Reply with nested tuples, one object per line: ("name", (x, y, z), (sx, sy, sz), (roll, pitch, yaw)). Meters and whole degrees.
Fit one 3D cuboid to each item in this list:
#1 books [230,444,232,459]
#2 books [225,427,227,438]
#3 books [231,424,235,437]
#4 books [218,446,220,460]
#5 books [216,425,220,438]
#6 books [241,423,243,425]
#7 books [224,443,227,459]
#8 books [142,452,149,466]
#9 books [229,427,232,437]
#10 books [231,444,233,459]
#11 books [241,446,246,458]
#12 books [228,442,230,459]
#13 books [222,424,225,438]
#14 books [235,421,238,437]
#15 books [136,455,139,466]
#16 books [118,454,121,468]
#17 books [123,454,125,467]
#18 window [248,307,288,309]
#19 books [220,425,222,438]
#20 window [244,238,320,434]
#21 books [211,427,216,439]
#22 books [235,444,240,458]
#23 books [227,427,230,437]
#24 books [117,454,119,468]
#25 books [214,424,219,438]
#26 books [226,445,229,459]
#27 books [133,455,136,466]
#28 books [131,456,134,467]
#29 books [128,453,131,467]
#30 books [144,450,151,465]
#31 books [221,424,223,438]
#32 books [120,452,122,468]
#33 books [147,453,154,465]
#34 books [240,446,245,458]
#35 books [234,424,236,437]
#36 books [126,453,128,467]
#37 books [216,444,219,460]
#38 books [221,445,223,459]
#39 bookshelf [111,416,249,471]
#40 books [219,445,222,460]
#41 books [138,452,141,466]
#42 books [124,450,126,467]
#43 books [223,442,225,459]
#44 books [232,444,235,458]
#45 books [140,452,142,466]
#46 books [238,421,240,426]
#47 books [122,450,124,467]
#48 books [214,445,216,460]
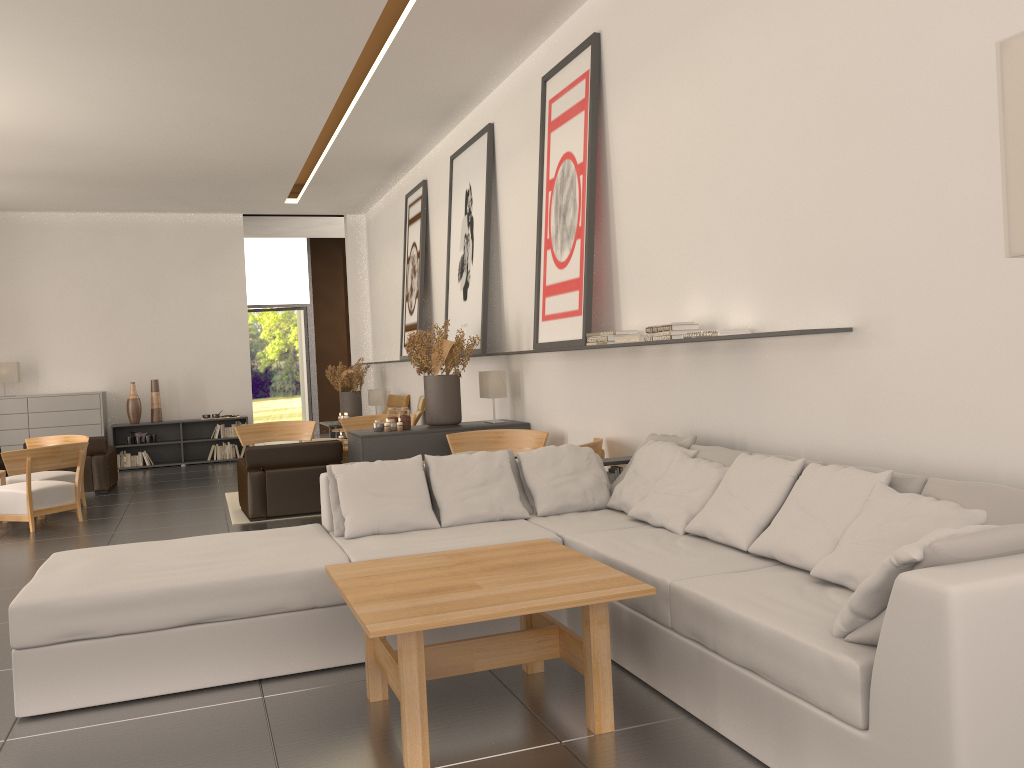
("books", (-6.897, 1.646, 21.776), (0.023, 0.356, 0.266), (-3, 1, -20))
("books", (-7.019, 1.186, 21.757), (0.054, 0.249, 0.167), (-3, 1, -20))
("books", (-6.851, 1.146, 21.776), (0.054, 0.311, 0.244), (-3, 1, -20))
("books", (-7.168, 1.680, 21.687), (0.018, 0.321, 0.252), (-3, 1, -20))
("books", (-7.183, 1.162, 21.654), (0.130, 0.322, 0.252), (-3, 1, -20))
("books", (-6.643, 1.133, 21.849), (0.039, 0.312, 0.246), (-3, 1, -20))
("books", (-7.030, 1.643, 21.753), (0.041, 0.377, 0.221), (-3, 1, -20))
("books", (-8.716, 1.774, 21.102), (0.130, 0.322, 0.252), (-3, 1, -20))
("books", (-6.914, 1.180, 21.794), (0.054, 0.249, 0.167), (-3, 1, -20))
("books", (-6.876, 1.652, 21.783), (0.020, 0.342, 0.267), (-3, 1, -20))
("books", (-6.613, 1.623, 21.885), (0.156, 0.371, 0.252), (-3, 1, -20))
("books", (-6.948, 1.625, 21.769), (0.041, 0.404, 0.245), (-3, 1, -20))
("books", (-7.071, 1.150, 21.728), (0.054, 0.328, 0.187), (-3, 1, -20))
("books", (-6.771, 1.105, 21.811), (0.039, 0.384, 0.232), (-3, 1, -20))
("books", (-8.905, 1.820, 21.080), (0.054, 0.249, 0.167), (-3, 1, -20))
("books", (-9.257, 1.810, 20.912), (0.039, 0.312, 0.246), (-3, 1, -20))
("books", (-9.167, 1.809, 20.961), (0.017, 0.302, 0.215), (-3, 1, -20))
("window", (-4.349, -3.782, 24.049), (99.151, 20.578, 48.621), (-3, 1, -20))
("books", (-7.116, 1.165, 21.684), (0.017, 0.305, 0.239), (-3, 1, -20))
("window", (-11.454, -1.712, 27.828), (10.312, 7.380, 0.100), (-3, 1, -20))
("books", (-7.273, 1.182, 21.621), (0.142, 0.289, 0.252), (-3, 1, -20))
("books", (-6.767, 1.655, 21.837), (0.106, 0.325, 0.238), (-3, 1, -20))
("books", (-6.966, 1.183, 21.775), (0.054, 0.249, 0.167), (-3, 1, -20))
("books", (-9.303, 1.816, 20.907), (0.048, 0.305, 0.226), (-3, 1, -20))
("books", (-7.221, 1.148, 21.649), (0.138, 0.354, 0.236), (-3, 1, -20))
("books", (-6.985, 1.662, 21.754), (0.042, 0.335, 0.248), (-3, 1, -20))
("books", (-8.957, 1.823, 21.061), (0.054, 0.249, 0.167), (-3, 1, -20))
("books", (-9.009, 1.826, 21.042), (0.054, 0.249, 0.167), (-3, 1, -20))
("books", (-9.050, 1.798, 20.987), (0.054, 0.311, 0.244), (-3, 1, -20))
("books", (-8.685, 1.756, 21.122), (0.138, 0.354, 0.236), (-3, 1, -20))
("books", (-7.095, 1.154, 21.684), (0.019, 0.324, 0.254), (-3, 1, -20))
("books", (-9.226, 1.785, 20.943), (0.039, 0.358, 0.210), (-3, 1, -20))
("books", (-8.625, 1.784, 21.134), (0.142, 0.289, 0.252), (-3, 1, -20))
("books", (-6.640, 1.631, 21.876), (0.154, 0.360, 0.249), (-3, 1, -20))
("books", (-6.807, 1.140, 21.796), (0.039, 0.318, 0.236), (-3, 1, -20))
("books", (-9.097, 1.797, 20.975), (0.039, 0.318, 0.236), (-3, 1, -20))
("books", (-7.199, 1.654, 21.678), (0.041, 0.377, 0.248), (-3, 1, -20))
("books", (-7.096, 1.672, 21.706), (0.016, 0.328, 0.265), (-3, 1, -20))
("bookshelf", (-8.013, 1.425, 21.550), (3.081, 1.079, 0.740), (-3, 1, -20))
("books", (-7.132, 1.674, 21.697), (0.057, 0.328, 0.257), (-3, 1, -20))
("books", (-8.850, 1.777, 21.089), (0.054, 0.328, 0.187), (-3, 1, -20))
("books", (-9.138, 1.767, 20.962), (0.039, 0.384, 0.232), (-3, 1, -20))
("books", (-7.064, 1.631, 21.735), (0.031, 0.406, 0.231), (-3, 1, -20))
("books", (-6.851, 1.647, 21.829), (0.057, 0.346, 0.197), (-3, 1, -20))
("books", (-8.803, 1.777, 21.070), (0.019, 0.324, 0.254), (-3, 1, -20))
("books", (-6.722, 1.101, 21.835), (0.029, 0.385, 0.219), (-3, 1, -20))
("books", (-9.191, 1.769, 20.950), (0.029, 0.385, 0.219), (-3, 1, -20))
("books", (-7.248, 1.674, 21.651), (0.071, 0.344, 0.265), (-3, 1, -20))
